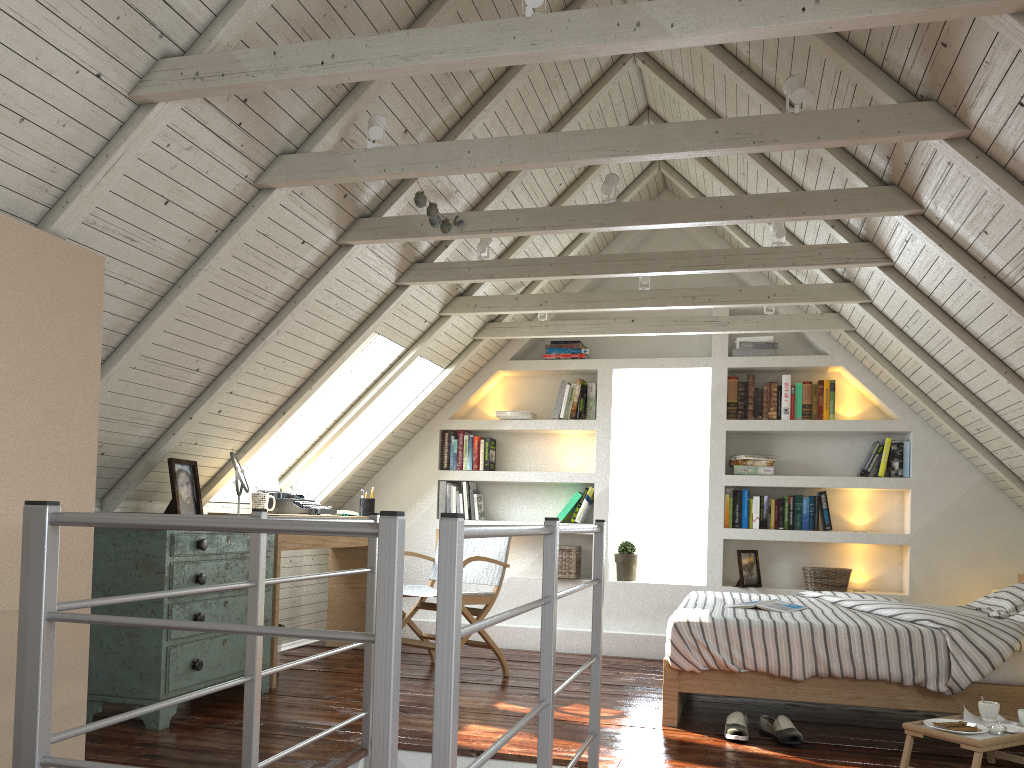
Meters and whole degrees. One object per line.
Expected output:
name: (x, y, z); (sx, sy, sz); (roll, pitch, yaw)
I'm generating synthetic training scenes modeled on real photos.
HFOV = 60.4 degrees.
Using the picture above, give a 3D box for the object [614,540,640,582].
object: (0.721, 1.101, 5.523); (0.159, 0.269, 0.161); (1, -3, 7)

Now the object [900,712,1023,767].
object: (1.547, 1.215, 2.895); (0.533, 0.181, 0.270); (6, -8, -30)

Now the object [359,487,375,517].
object: (-0.871, 0.710, 5.291); (0.088, 0.185, 0.088); (3, -3, -21)

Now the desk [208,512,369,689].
desk: (-1.108, 1.111, 4.753); (0.377, 0.799, 1.337); (1, -7, 15)

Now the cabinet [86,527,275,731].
cabinet: (-1.353, 0.959, 3.666); (0.415, 0.762, 0.811); (1, -5, 15)

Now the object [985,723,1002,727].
object: (1.591, 1.136, 2.924); (0.153, 0.002, 0.016); (8, -11, -36)

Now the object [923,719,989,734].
object: (1.436, 1.113, 2.847); (0.189, 0.016, 0.191); (-2, -10, 25)

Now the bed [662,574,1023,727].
bed: (1.690, 1.130, 3.999); (1.877, 0.700, 1.891); (0, -8, 15)

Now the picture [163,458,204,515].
picture: (-1.388, 0.441, 3.642); (0.147, 0.257, 0.203); (1, -4, 9)

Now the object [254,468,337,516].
object: (-1.127, 0.566, 4.615); (0.354, 0.236, 0.392); (1, -7, 10)

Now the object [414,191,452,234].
object: (-0.264, -0.579, 3.006); (0.059, 0.066, 0.286); (1, -8, 14)

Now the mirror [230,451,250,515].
mirror: (-1.224, 0.463, 3.949); (0.113, 0.317, 0.207); (3, -4, -32)

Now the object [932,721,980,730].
object: (1.461, 1.119, 2.889); (0.140, 0.015, 0.078); (-4, -10, 35)

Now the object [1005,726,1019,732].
object: (1.615, 1.125, 2.871); (0.060, 0.005, 0.060); (5, -9, -20)

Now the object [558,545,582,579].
object: (0.322, 1.130, 5.595); (0.204, 0.200, 0.206); (0, -5, 15)

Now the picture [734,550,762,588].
picture: (1.392, 1.103, 5.264); (0.174, 0.222, 0.127); (5, -4, -35)

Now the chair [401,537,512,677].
chair: (-0.356, 1.116, 4.581); (0.551, 0.787, 0.563); (-1, -5, 40)

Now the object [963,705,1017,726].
object: (1.603, 1.125, 2.987); (0.154, 0.046, 0.160); (1, -8, 5)

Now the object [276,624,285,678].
object: (-1.229, 1.306, 4.295); (0.224, 0.251, 0.226); (1, -5, 9)

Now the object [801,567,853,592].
object: (1.860, 1.153, 5.203); (0.282, 0.133, 0.179); (1, -6, 6)

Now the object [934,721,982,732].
object: (1.439, 1.102, 2.835); (0.110, 0.029, 0.119); (5, -9, -20)

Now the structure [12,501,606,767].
structure: (-0.313, 0.823, 2.221); (0.836, 0.988, 1.655); (1, -7, 15)

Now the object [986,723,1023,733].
object: (1.611, 1.124, 2.864); (0.119, 0.010, 0.121); (3, -9, -8)

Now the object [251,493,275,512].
object: (-1.199, 0.574, 4.219); (0.109, 0.100, 0.083); (5, -6, -34)

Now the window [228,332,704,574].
window: (-0.231, 0.384, 4.967); (3.096, 1.366, 1.413); (3, -5, -8)

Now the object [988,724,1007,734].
object: (1.558, 1.106, 2.822); (0.056, 0.028, 0.056); (7, -9, -34)

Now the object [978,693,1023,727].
object: (1.678, 1.099, 2.967); (0.185, 0.099, 0.082); (-4, -7, 38)

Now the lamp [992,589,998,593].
lamp: (2.564, 1.206, 4.601); (0.090, 0.251, 0.091); (1, -2, 22)

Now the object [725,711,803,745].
object: (0.971, 1.324, 3.412); (0.285, 0.090, 0.277); (0, -8, 12)
